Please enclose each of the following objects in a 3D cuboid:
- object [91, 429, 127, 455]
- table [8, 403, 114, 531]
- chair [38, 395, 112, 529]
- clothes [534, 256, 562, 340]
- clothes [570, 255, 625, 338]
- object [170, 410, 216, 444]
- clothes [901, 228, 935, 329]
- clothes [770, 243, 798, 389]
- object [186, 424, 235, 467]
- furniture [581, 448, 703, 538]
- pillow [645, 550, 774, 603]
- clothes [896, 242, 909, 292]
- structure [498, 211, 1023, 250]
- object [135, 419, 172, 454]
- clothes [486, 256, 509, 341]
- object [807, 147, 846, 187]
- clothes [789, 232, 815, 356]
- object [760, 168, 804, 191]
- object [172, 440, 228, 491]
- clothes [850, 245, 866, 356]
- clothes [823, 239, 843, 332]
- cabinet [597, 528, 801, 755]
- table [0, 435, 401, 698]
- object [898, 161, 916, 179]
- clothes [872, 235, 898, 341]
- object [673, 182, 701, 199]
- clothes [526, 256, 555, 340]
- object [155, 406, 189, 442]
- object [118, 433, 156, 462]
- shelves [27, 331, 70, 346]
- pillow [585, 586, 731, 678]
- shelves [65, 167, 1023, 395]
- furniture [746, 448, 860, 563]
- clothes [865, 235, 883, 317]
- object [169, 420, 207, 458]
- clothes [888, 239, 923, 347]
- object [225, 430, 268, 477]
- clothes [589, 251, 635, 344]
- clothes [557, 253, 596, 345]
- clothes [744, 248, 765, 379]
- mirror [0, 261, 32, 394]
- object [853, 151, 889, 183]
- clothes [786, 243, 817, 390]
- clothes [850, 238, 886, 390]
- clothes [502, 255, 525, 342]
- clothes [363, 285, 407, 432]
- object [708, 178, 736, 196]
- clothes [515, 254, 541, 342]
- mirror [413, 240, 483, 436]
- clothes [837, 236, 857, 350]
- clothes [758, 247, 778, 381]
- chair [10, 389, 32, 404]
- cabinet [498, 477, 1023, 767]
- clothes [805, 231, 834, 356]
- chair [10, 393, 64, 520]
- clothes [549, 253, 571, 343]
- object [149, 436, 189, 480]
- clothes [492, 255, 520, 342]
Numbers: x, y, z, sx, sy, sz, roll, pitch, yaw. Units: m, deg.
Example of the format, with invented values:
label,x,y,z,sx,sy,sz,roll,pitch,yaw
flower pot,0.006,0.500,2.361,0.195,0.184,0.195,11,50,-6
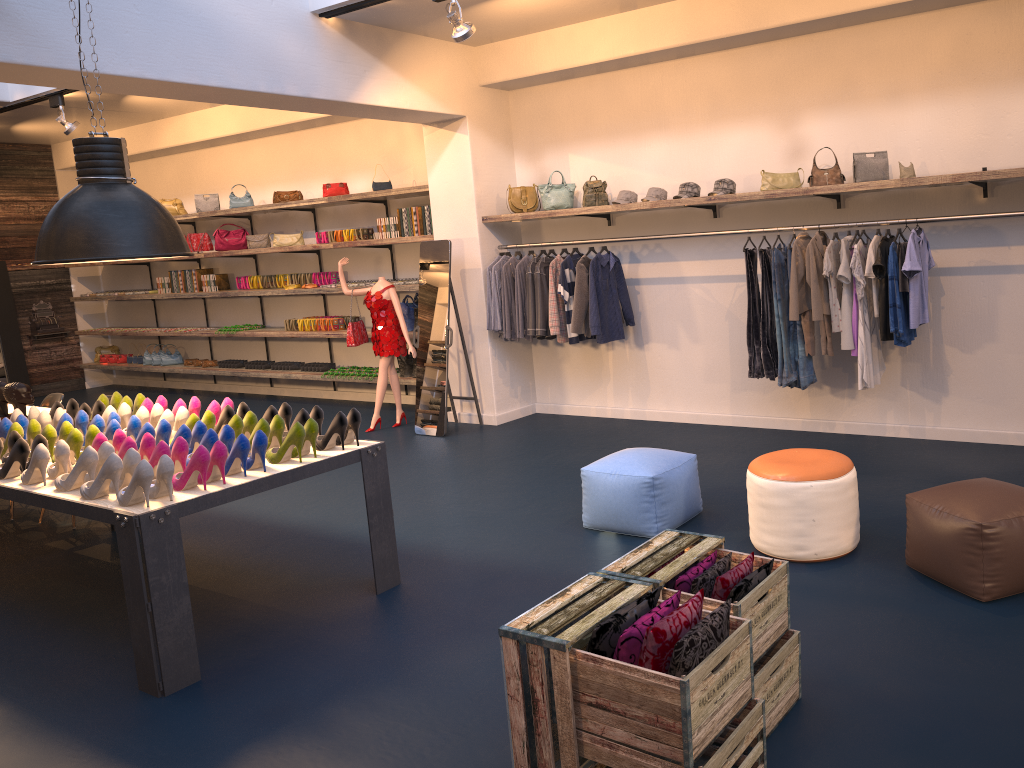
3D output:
label,x,y,z,sx,sy,sz,roll,pitch,yaw
object,-1.954,0.311,4.172,0.222,0.194,0.220,3,11,44
table,-3.903,0.631,5.909,2.343,0.736,1.341,3,11,36
chair,-2.981,0.522,6.031,0.433,0.797,0.586,0,8,31
clothes,0.409,-0.789,7.893,0.118,0.750,0.714,0,9,40
clothes,0.733,-0.782,7.690,0.160,0.731,0.762,0,9,37
object,-1.662,0.235,4.530,0.223,0.194,0.219,2,10,37
clothes,2.895,-0.757,6.153,0.114,0.696,0.595,0,8,37
clothes,2.096,-0.514,6.693,0.149,1.130,0.243,-3,6,19
object,-1.421,0.290,4.088,0.223,0.194,0.219,2,10,37
furniture,0.768,0.606,5.158,0.598,0.420,0.703,2,10,36
pillow,0.664,0.762,3.047,0.423,0.317,0.335,2,10,36
clothes,2.795,-0.829,6.180,0.128,0.369,0.495,0,9,37
structure,3.169,-1.137,5.905,8.043,0.038,0.042,3,10,35
object,-1.824,0.274,4.355,0.223,0.194,0.219,2,10,37
clothes,-0.079,-0.806,8.200,0.113,0.810,0.588,0,8,38
object,2.381,-1.647,6.588,0.288,0.298,0.105,-4,6,6
clothes,2.259,-0.684,6.614,0.171,0.942,0.563,-1,8,35
object,2.104,-1.583,6.722,0.379,0.173,0.223,-6,8,-12
object,-1.341,0.342,3.728,0.224,0.194,0.218,1,9,34
clothes,2.576,-0.591,6.409,0.085,0.872,0.359,0,8,40
clothes,2.450,-0.735,6.466,0.107,0.682,0.596,0,8,37
cabinet,0.683,0.884,3.067,0.513,0.545,0.511,1,9,37
table,-1.964,0.720,4.560,2.343,0.736,1.341,3,11,36
object,2.842,-1.540,6.249,0.137,0.133,0.077,-7,7,-18
clothes,2.728,-0.695,6.275,0.127,0.747,0.611,0,9,40
object,1.442,-1.591,7.144,0.265,0.135,0.158,-9,9,-32
clothes,0.335,-0.793,7.945,0.118,0.750,0.714,0,9,40
object,-1.869,0.219,4.717,0.223,0.194,0.219,2,10,37
object,-1.761,0.322,4.024,0.223,0.194,0.219,3,10,41
shelves,-6.502,-0.639,12.203,0.226,0.156,0.490,2,11,38
pillow,0.421,0.815,2.594,0.403,0.347,0.387,2,10,36
shelves,-2.458,-0.117,4.768,15.539,2.215,9.384,3,11,36
furniture,1.535,0.618,4.588,0.533,0.477,0.631,2,10,40
clothes,2.678,-0.790,6.303,0.072,0.583,0.565,0,9,38
object,-1.607,0.278,4.240,0.224,0.194,0.218,1,9,34
clothes,2.819,-0.648,6.232,0.115,0.765,0.530,0,8,37
object,-1.212,0.303,3.921,0.222,0.194,0.220,3,11,44
clothes,0.855,-0.767,7.606,0.162,0.792,0.733,0,9,38
clothes,0.604,-0.770,7.777,0.114,0.790,0.615,0,8,39
clothes,1.903,-0.553,6.872,0.136,1.042,0.249,0,8,37
mirror,-7.140,-0.629,11.401,0.247,1.907,1.256,0,8,38
object,2.643,-1.600,6.408,0.282,0.228,0.077,-5,6,-8
clothes,2.201,-0.526,6.722,0.214,1.130,0.225,1,9,44
clothes,2.634,-0.516,6.388,0.120,1.103,0.543,0,8,37
clothes,0.102,-0.813,8.119,0.175,0.796,0.571,-1,8,34
clothes,-1.198,-0.261,8.347,0.328,1.377,0.490,-2,7,25
object,1.690,-1.579,6.972,0.265,0.135,0.158,-9,9,-32
clothes,0.225,-0.807,8.034,0.175,0.796,0.571,-1,8,34
mirror,-0.663,-0.445,8.051,0.465,1.755,0.567,0,8,37
clothes,2.524,-0.681,6.426,0.130,0.827,0.558,1,9,41
clothes,2.032,-0.546,6.802,0.136,1.042,0.249,0,8,37
chair,-4.001,0.475,6.739,0.429,0.797,0.591,1,9,39
cabinet,1.300,0.792,3.386,3.056,0.545,0.685,-11,10,-38
clothes,2.340,-0.680,6.552,0.171,0.942,0.563,-1,8,35
chair,-3.539,0.510,6.335,0.430,0.797,0.590,0,9,36
clothes,0.521,-0.783,7.836,0.162,0.792,0.733,0,9,38
object,-1.560,0.333,3.876,0.223,0.194,0.219,2,10,37
clothes,-0.027,-0.804,8.164,0.113,0.810,0.588,0,8,38
